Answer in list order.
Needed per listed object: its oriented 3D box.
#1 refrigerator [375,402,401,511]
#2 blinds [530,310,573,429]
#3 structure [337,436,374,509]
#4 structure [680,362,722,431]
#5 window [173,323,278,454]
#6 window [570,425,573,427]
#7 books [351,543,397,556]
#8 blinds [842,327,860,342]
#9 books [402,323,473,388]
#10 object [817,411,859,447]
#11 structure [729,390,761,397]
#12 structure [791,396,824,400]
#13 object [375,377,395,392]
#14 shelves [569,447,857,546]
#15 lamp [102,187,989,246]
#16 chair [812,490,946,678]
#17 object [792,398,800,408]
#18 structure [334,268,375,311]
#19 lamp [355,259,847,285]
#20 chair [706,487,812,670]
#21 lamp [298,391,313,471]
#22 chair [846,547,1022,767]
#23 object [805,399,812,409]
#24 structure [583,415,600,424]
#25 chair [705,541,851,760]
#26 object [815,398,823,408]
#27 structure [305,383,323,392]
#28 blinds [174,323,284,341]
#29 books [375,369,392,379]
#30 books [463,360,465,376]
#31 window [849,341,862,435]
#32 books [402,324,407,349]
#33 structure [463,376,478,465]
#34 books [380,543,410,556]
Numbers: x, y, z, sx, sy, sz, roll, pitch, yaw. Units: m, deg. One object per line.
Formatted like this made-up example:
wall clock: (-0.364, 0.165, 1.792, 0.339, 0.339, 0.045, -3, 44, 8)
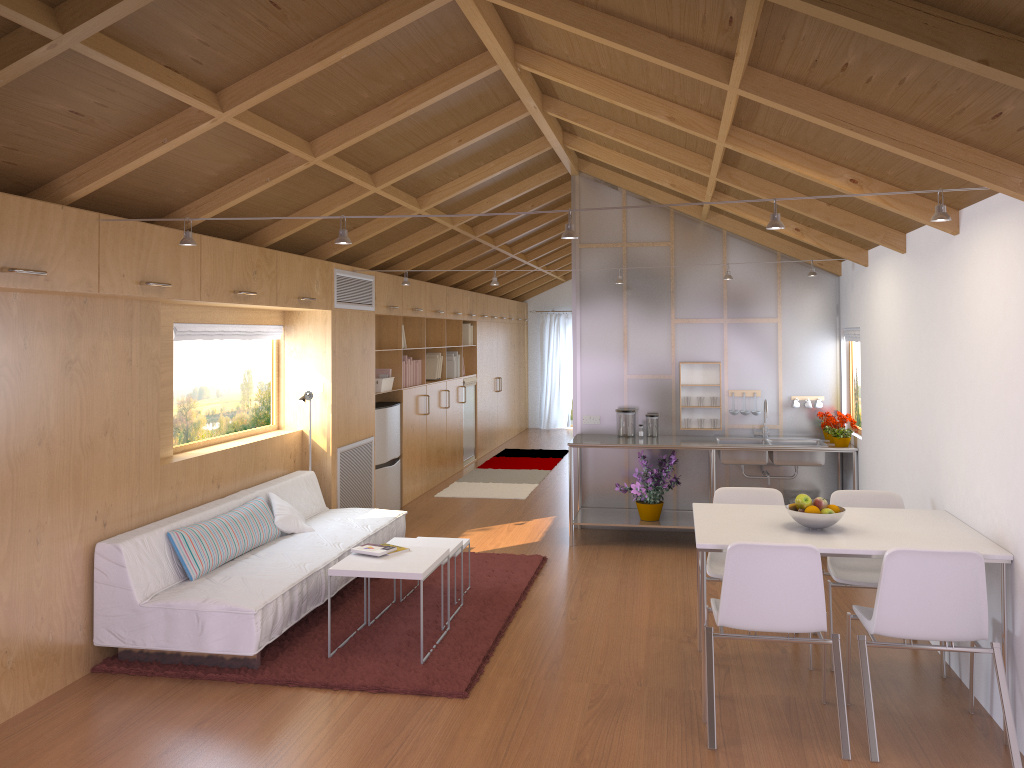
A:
refrigerator: (-1.189, 0.682, 7.977, 0.261, 0.988, 0.713, -1, 0, 11)
blinds: (1.718, -0.250, 15.036, 2.847, 2.040, 0.232, 0, -1, 10)
structure: (-1.252, 0.829, 7.122, 0.013, 0.722, 0.819, -1, 1, 11)
structure: (1.528, 0.097, 7.162, 0.328, 0.546, 0.076, 0, -1, 11)
window: (-1.928, -0.011, 5.976, 0.035, 0.790, 1.497, -1, 2, 11)
window: (1.200, -0.145, 15.296, 0.874, 1.789, 0.026, 0, -1, 11)
books: (-0.735, 0.879, 4.697, 0.193, 0.016, 0.152, 1, 4, 30)
blinds: (2.560, -0.369, 6.620, 0.047, 0.111, 0.725, 0, 3, 11)
books: (-0.855, -0.374, 9.936, 0.189, 0.658, 3.110, -1, 3, 11)
object: (2.450, 0.334, 6.682, 0.233, 0.235, 0.688, 0, 3, 11)
structure: (1.876, 0.076, 7.129, 0.250, 0.051, 0.016, 0, -1, 11)
structure: (2.353, 0.115, 7.026, 0.250, 0.032, 0.041, 0, 2, 11)
object: (-1.209, 0.005, 7.985, 0.203, 0.123, 0.350, 0, 3, 11)
shelves: (1.518, 0.845, 6.861, 2.092, 0.754, 0.632, 0, 1, 11)
lamp: (0.032, -0.668, 3.619, 3.827, 0.153, 0.072, 0, 0, 11)
chair: (1.817, 0.960, 4.435, 0.531, 0.787, 0.546, 0, 0, 11)
object: (2.261, 0.152, 7.037, 0.059, 0.080, 0.062, 0, 0, 11)
structure: (-1.265, -0.751, 7.135, 0.013, 0.301, 0.903, -1, 3, 11)
lamp: (0.616, -0.843, 6.757, 3.827, 0.153, 0.072, 0, 0, 11)
chair: (1.232, 0.957, 4.544, 0.531, 0.787, 0.546, 0, 0, 11)
lamp: (-1.484, 0.650, 6.503, 0.182, 1.199, 0.254, 0, -1, -14)
chair: (1.650, 1.010, 3.542, 0.531, 0.787, 0.546, 0, 0, 11)
object: (2.353, 0.154, 7.015, 0.059, 0.081, 0.062, 0, 0, 18)
structure: (0.661, 0.298, 7.354, 0.142, 0.071, 0.011, 0, -1, 11)
chair: (1.065, 1.007, 3.651, 0.531, 0.787, 0.546, 0, 0, 11)
object: (2.431, 0.153, 7.006, 0.059, 0.080, 0.062, 0, 0, 11)
structure: (-1.494, 0.025, 6.656, 0.142, 0.071, 0.011, 0, -1, 11)
blinds: (-1.880, -0.351, 5.975, 0.047, 0.111, 1.498, 0, 3, 11)
books: (-1.189, -0.044, 8.108, 0.150, 0.193, 0.088, 0, -1, 11)
books: (-0.683, -0.246, 10.887, 0.175, 0.297, 0.279, 0, 1, 11)
window: (2.603, -0.024, 6.604, 0.026, 0.796, 0.724, -1, 1, 11)
books: (-1.129, -0.487, 8.512, 0.175, 0.297, 0.279, 0, 1, 11)
structure: (-0.654, 0.450, 11.091, 0.315, 1.080, 0.725, 0, 0, 11)
books: (-0.671, 0.892, 4.755, 0.193, 0.016, 0.152, 2, 4, 40)
